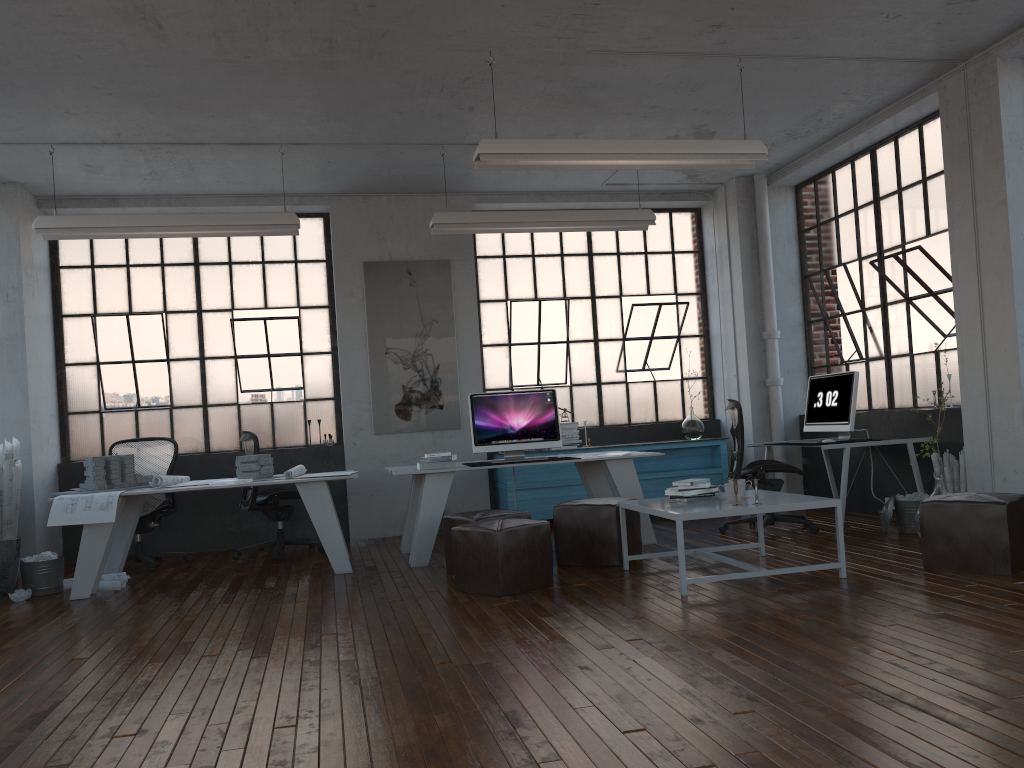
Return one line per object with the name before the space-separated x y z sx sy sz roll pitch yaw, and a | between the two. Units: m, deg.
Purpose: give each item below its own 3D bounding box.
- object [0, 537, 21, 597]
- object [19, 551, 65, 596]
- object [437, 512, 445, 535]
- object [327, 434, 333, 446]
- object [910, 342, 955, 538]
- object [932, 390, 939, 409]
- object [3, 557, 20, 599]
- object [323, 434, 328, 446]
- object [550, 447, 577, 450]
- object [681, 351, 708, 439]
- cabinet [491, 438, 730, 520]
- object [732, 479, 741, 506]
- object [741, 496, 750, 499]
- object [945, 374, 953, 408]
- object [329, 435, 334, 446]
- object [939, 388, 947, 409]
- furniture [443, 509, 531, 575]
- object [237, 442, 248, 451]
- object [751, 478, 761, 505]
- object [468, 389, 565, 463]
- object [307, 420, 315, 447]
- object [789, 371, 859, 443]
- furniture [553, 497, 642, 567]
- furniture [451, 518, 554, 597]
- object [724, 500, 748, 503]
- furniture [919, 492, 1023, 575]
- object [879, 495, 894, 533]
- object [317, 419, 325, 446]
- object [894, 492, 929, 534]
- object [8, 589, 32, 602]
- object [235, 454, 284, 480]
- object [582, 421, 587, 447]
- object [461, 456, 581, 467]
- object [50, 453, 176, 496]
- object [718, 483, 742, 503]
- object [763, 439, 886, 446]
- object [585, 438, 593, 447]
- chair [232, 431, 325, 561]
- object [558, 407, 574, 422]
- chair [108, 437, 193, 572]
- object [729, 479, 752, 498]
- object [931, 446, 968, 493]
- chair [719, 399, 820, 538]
object | -3.747 1.329 6.426 0.354 0.398 0.354 -4 -2 -6
object | -3.359 1.348 6.346 0.291 0.293 0.290 -5 -2 29
object | -0.776 1.264 8.347 0.293 0.308 0.293 -4 -2 16
object | -1.747 0.534 8.505 0.058 0.117 0.032 -4 -1 2
object | 2.707 0.392 5.648 0.330 1.339 0.618 -4 -1 24
object | 3.272 0.117 6.861 0.055 0.153 0.055 -5 -1 37
object | -3.512 1.364 6.221 0.107 0.280 0.293 -3 -2 -39
object | -1.799 0.540 8.552 0.058 0.117 0.032 -5 -2 39
object | 0.484 0.621 8.546 0.253 0.014 0.187 -3 -3 -12
object | 1.859 0.087 8.896 0.231 0.939 0.434 -3 -1 -30
cabinet | 0.982 0.970 8.736 2.261 0.732 0.627 -3 -2 -12
object | 1.279 0.619 5.058 0.053 0.148 0.052 -4 -1 29
object | 1.403 0.702 5.485 0.137 0.003 0.137 -4 -3 9
object | 3.332 0.053 6.737 0.084 0.256 0.084 -4 -1 10
object | -1.749 0.545 8.580 0.058 0.102 0.032 -4 -1 23
object | 3.319 0.109 6.822 0.066 0.160 0.066 -4 -1 19
furniture | -0.163 1.079 6.013 0.479 0.439 0.481 -2 -2 -33
object | -2.518 0.576 8.377 0.124 0.100 0.124 -4 -2 10
object | 1.392 0.610 5.049 0.055 0.153 0.055 -3 -1 -35
object | 0.041 0.326 6.980 0.714 0.552 0.377 -3 -2 -10
object | -1.940 0.476 8.514 0.085 0.259 0.085 -5 -2 41
object | 2.539 0.196 7.256 0.377 0.552 0.715 -3 -2 -11
furniture | 0.600 1.026 6.178 0.503 0.460 0.503 -5 -2 26
furniture | -0.058 1.049 5.408 0.470 0.431 0.471 -2 -3 -43
object | 1.320 0.696 5.233 0.137 0.003 0.137 -4 -3 9
furniture | 2.686 0.862 5.112 0.503 0.460 0.503 -2 -3 -45
object | 2.803 0.973 6.628 0.107 0.280 0.293 -4 -2 13
object | -1.845 0.470 8.518 0.085 0.259 0.085 -5 -2 41
object | 2.995 0.948 6.584 0.291 0.293 0.290 -5 -2 36
object | -3.362 1.447 6.062 0.135 0.083 0.108 -3 -2 -22
object | -1.979 0.639 6.828 0.416 0.182 0.389 -4 -2 18
object | 0.741 0.499 8.897 0.084 0.256 0.084 -3 -1 -35
object | 0.059 0.609 6.972 0.848 0.008 0.688 -3 -3 -11
object | -2.948 0.633 6.558 0.434 0.305 0.736 -5 -3 33
object | 1.295 0.643 5.232 0.129 0.109 0.101 -4 -2 -4
object | 2.554 0.479 7.252 0.687 0.008 0.849 -3 -3 -11
object | 0.762 0.576 8.729 0.088 0.084 0.088 -3 -2 -8
chair | -2.052 0.935 7.709 0.792 1.085 0.771 -2 -2 -43
object | 0.527 0.294 8.764 0.092 0.161 0.177 -2 -2 -44
chair | -3.105 0.989 7.416 0.770 1.085 0.793 -3 -2 -18
object | 1.410 0.647 5.489 0.129 0.109 0.101 -4 -2 -4
object | 3.227 0.763 6.434 0.293 0.627 0.274 -4 -1 30
chair | 2.050 0.646 7.197 0.792 1.085 0.771 -3 -2 -8
